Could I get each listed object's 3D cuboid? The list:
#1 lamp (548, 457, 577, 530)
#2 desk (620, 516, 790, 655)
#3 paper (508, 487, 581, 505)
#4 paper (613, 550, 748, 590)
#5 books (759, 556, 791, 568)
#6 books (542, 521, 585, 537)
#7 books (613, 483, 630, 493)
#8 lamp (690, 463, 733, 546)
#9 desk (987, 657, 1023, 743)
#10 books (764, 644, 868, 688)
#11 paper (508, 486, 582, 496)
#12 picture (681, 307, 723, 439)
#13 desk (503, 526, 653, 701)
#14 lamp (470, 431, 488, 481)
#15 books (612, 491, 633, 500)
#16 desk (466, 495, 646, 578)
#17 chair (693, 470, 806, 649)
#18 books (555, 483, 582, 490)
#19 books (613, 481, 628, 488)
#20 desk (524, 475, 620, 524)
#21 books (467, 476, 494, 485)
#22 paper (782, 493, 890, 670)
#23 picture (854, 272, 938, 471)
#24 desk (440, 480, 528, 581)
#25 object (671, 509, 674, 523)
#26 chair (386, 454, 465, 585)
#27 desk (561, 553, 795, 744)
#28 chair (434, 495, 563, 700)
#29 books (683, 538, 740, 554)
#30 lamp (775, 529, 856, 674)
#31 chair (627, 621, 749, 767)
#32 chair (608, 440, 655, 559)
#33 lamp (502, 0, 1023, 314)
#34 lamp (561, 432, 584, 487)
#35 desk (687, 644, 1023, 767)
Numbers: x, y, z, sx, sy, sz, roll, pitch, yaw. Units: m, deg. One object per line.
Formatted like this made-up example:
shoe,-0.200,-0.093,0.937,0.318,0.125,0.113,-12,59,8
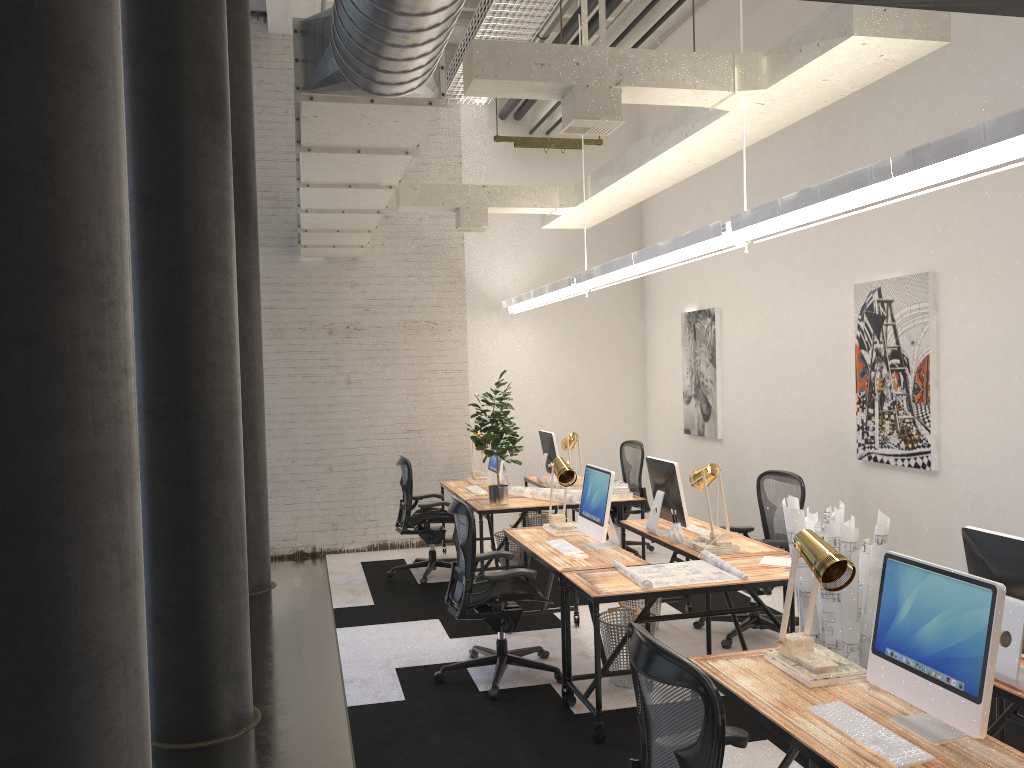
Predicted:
lamp,0.330,0.721,5.876,0.127,0.470,0.344,-2,1,-13
desk,1.189,1.332,5.708,0.529,0.725,1.400,-2,1,-13
paper,0.162,0.910,7.374,0.083,0.082,1.134,-3,1,-39
paper,0.872,0.971,4.659,0.625,0.061,0.567,-2,1,-16
books,1.476,0.967,4.798,0.243,0.019,0.205,-1,1,24
books,0.352,0.970,5.939,0.225,0.038,0.308,-2,1,-13
books,0.872,0.861,7.347,0.193,0.044,0.257,-2,1,4
lamp,1.187,0.704,5.311,0.127,0.470,0.344,-2,1,-13
desk,1.905,1.354,2.901,0.529,0.725,1.400,-2,1,-13
books,1.068,0.992,3.132,0.225,0.038,0.308,-2,1,-13
paper,0.325,0.905,7.412,1.134,0.082,0.083,-1,1,41
picture,1.779,-0.099,8.344,0.049,1.184,0.731,-2,2,-13
desk,0.364,1.358,5.519,0.529,0.725,1.400,-2,1,-13
lamp,-0.318,0.678,8.478,0.126,0.470,0.344,-2,1,-13
books,0.855,0.909,7.329,0.200,0.050,0.271,-2,1,-16
desk,0.361,1.310,7.272,1.400,0.725,0.529,-2,1,-13
chair,1.633,1.139,5.908,0.792,1.086,0.770,-2,2,-30
books,0.533,0.914,7.866,0.225,0.038,0.308,-2,1,-13
books,0.856,0.830,7.344,0.153,0.030,0.185,-2,1,-15
desk,0.542,1.290,8.310,0.529,0.725,1.400,-2,1,-13
books,-0.295,0.928,8.542,0.225,0.038,0.308,-2,1,-13
paper,1.535,1.108,4.226,0.412,1.198,0.440,-3,2,-35
picture,2.426,-0.077,5.636,0.049,1.184,0.731,-2,2,-13
desk,-0.283,1.316,8.121,0.529,0.725,1.400,-2,1,-13
object,1.000,0.874,5.456,0.008,0.207,0.054,-3,2,-30
chair,-0.736,1.155,7.910,0.792,1.086,0.770,-2,2,-30
desk,1.008,1.353,4.670,1.400,0.725,0.529,-2,1,-13
chair,-0.089,1.197,5.308,0.792,1.086,0.770,-2,2,-30
books,1.179,0.957,5.264,0.225,0.038,0.308,-2,1,-13
lamp,1.045,0.742,3.069,0.126,0.470,0.344,-2,1,-13
chair,0.627,1.219,2.501,0.792,1.086,0.770,-2,2,-30
chair,0.986,1.097,8.510,0.792,1.086,0.770,-2,2,-30
lamp,0.811,-2.075,5.471,0.226,2.865,7.300,-2,1,-13
lamp,0.541,0.662,7.914,0.126,0.470,0.344,-2,1,-13
desk,1.080,1.380,2.711,0.529,0.725,1.400,-2,1,-13
